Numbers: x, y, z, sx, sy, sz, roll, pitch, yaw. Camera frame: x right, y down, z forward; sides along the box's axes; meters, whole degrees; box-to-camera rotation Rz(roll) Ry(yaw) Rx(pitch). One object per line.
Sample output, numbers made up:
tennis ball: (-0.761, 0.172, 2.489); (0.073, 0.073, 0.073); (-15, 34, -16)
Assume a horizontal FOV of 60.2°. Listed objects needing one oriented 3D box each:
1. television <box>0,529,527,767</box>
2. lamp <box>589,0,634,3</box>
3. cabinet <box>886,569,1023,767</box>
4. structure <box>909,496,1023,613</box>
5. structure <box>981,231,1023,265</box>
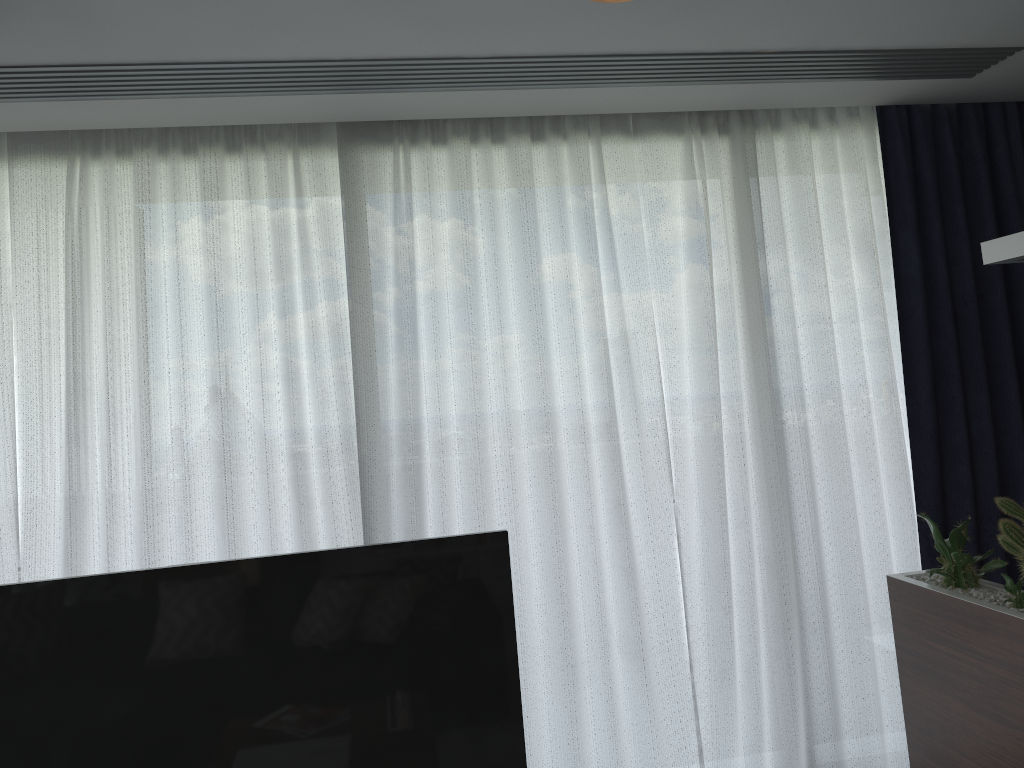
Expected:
television: (-0.585, 0.736, 1.649); (1.231, 0.793, 0.295); (-4, -5, -9)
lamp: (2.775, -1.196, 0.483); (9.601, 0.085, 5.305); (-4, -1, -23)
cabinet: (1.656, 0.156, 0.992); (0.787, 2.570, 3.311); (-4, -3, -9)
structure: (1.217, 0.402, 2.034); (0.223, 0.288, 0.994); (-4, -1, -7)
structure: (1.531, -0.728, 1.930); (0.447, 0.765, 1.036); (-4, -3, -9)
